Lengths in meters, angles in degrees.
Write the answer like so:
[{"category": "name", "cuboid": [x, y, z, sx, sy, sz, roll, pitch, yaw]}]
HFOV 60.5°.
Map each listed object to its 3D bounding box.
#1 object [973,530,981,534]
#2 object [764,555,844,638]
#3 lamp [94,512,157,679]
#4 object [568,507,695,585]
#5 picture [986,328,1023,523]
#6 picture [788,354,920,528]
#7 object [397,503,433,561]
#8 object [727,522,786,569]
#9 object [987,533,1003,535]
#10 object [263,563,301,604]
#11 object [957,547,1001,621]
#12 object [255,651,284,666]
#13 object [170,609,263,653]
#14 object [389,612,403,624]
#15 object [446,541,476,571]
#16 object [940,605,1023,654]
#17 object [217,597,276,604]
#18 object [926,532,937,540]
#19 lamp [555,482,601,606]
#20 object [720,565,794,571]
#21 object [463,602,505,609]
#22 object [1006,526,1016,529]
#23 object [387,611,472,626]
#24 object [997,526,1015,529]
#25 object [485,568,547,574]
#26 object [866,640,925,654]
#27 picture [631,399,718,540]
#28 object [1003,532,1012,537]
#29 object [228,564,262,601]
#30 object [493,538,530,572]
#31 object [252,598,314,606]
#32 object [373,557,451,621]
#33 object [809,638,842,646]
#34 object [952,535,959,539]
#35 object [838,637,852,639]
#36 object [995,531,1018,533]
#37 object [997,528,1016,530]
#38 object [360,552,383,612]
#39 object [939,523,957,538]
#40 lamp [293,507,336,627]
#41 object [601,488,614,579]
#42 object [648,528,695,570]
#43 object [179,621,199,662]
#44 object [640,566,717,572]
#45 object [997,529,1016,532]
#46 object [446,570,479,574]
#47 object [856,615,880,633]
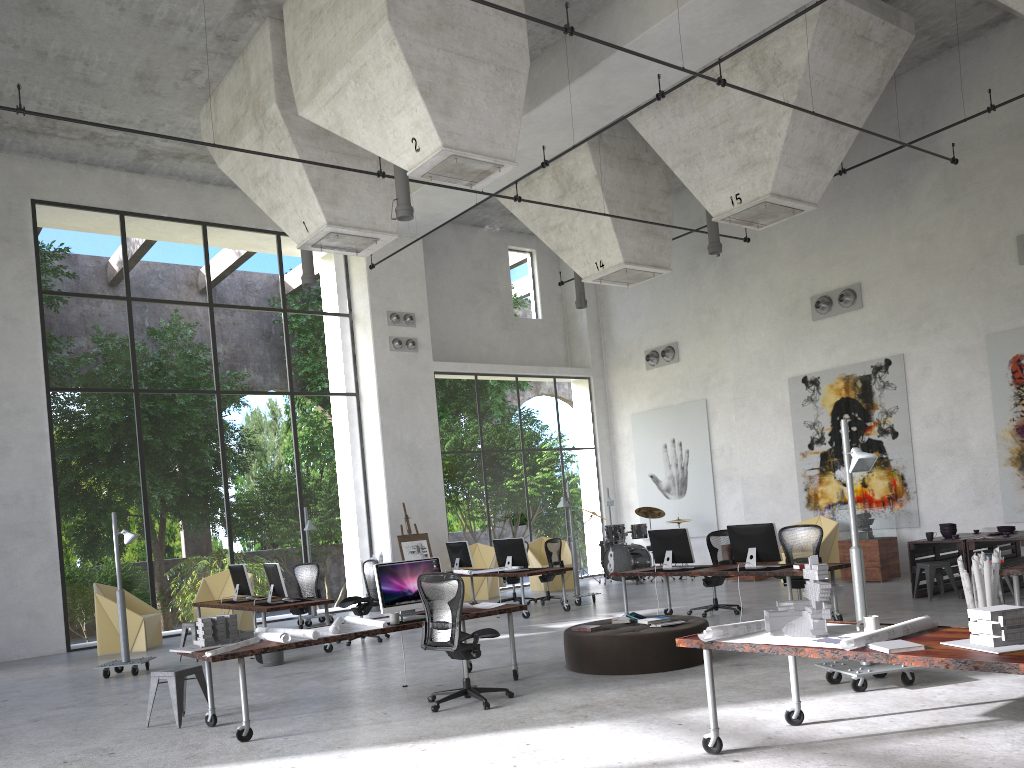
[{"category": "object", "cuboid": [6.703, 2.126, 12.659, 0.137, 0.056, 0.118, -2, -8, -21]}, {"category": "object", "cuboid": [1.761, 1.300, 5.333, 0.361, 0.518, 0.498, -5, -5, -2]}, {"category": "lamp", "cuboid": [-5.167, 2.761, 11.587, 0.596, 2.144, 0.582, -5, -1, -4]}, {"category": "object", "cuboid": [2.683, 3.470, 19.333, 2.999, 1.734, 1.880, -10, -7, 37]}, {"category": "picture", "cuboid": [8.408, 0.526, 13.186, 0.020, 3.006, 2.242, -4, -3, -37]}, {"category": "picture", "cuboid": [6.210, 1.180, 16.136, 0.020, 3.006, 2.380, -4, -4, -37]}, {"category": "object", "cuboid": [-1.967, 3.427, 17.622, 0.691, 2.135, 0.690, -4, -2, -36]}, {"category": "object", "cuboid": [3.018, 1.977, 10.760, 0.376, 0.550, 0.723, -3, -6, -35]}, {"category": "object", "cuboid": [6.584, 2.041, 11.942, 0.234, 0.019, 0.237, 3, -12, -41]}, {"category": "object", "cuboid": [-3.224, 2.765, 12.249, 0.376, 0.550, 0.723, -3, -6, -31]}, {"category": "object", "cuboid": [4.390, 1.994, 8.174, 0.318, 0.933, 0.344, -4, -2, -19]}, {"category": "object", "cuboid": [-3.099, 3.454, 11.280, 0.294, 0.297, 0.402, 0, -8, -44]}, {"category": "object", "cuboid": [-2.544, 2.128, 7.664, 0.438, 0.303, 0.736, -11, -10, 42]}, {"category": "object", "cuboid": [-1.063, 2.155, 8.084, 0.122, 0.100, 0.088, -4, -4, -8]}, {"category": "object", "cuboid": [-0.889, 3.140, 16.004, 0.376, 0.550, 0.723, -3, -6, -35]}, {"category": "object", "cuboid": [2.489, 1.237, 4.484, 0.388, 0.181, 0.421, -4, -8, -12]}, {"category": "object", "cuboid": [-4.025, 3.293, 13.362, 0.686, 0.008, 0.860, 1, -11, -35]}, {"category": "object", "cuboid": [5.768, 2.095, 12.092, 0.131, 0.109, 0.100, -11, -7, 44]}, {"category": "lamp", "cuboid": [1.073, 2.806, 15.466, 0.593, 2.144, 0.584, -4, -2, -37]}, {"category": "object", "cuboid": [3.046, 2.259, 10.755, 0.686, 0.008, 0.860, 1, -11, -35]}, {"category": "object", "cuboid": [-0.366, 2.211, 8.831, 0.469, 0.085, 0.441, 1, -10, -33]}, {"category": "object", "cuboid": [6.809, 1.996, 12.096, 0.228, 0.062, 0.232, 2, -11, -41]}, {"category": "object", "cuboid": [-0.906, 2.252, 8.447, 0.846, 0.008, 0.696, 1, -11, -35]}, {"category": "object", "cuboid": [6.802, 1.985, 12.099, 0.228, 0.058, 0.231, 1, -10, -37]}, {"category": "object", "cuboid": [0.066, 3.146, 14.757, 0.687, 0.008, 0.858, 4, -12, -45]}, {"category": "object", "cuboid": [2.019, 1.385, 4.634, 0.200, 0.023, 0.238, -4, -9, -6]}, {"category": "picture", "cuboid": [3.698, 2.041, 20.239, 0.020, 3.006, 2.363, -4, -4, -37]}, {"category": "object", "cuboid": [6.426, 1.960, 11.427, 0.138, 0.056, 0.117, -9, -8, 28]}, {"category": "object", "cuboid": [-4.054, 3.012, 13.366, 0.376, 0.550, 0.723, -3, -6, -35]}, {"category": "object", "cuboid": [0.038, 2.864, 14.761, 0.722, 0.550, 0.376, -11, -7, 44]}, {"category": "object", "cuboid": [-3.196, 3.046, 12.244, 0.685, 0.008, 0.860, 0, -10, -30]}, {"category": "object", "cuboid": [-0.932, 1.971, 8.455, 0.712, 0.550, 0.381, -1, -5, -35]}, {"category": "object", "cuboid": [1.812, 1.464, 4.994, 0.133, 0.008, 0.206, -1, -10, -25]}, {"category": "object", "cuboid": [6.026, 2.071, 11.911, 0.117, 0.056, 0.138, -11, -10, 38]}, {"category": "object", "cuboid": [1.939, 1.462, 5.058, 0.127, 0.010, 0.011, -12, -9, 39]}, {"category": "object", "cuboid": [6.813, 2.044, 12.094, 0.298, 0.024, 0.296, -10, -10, 30]}, {"category": "object", "cuboid": [6.809, 2.008, 12.092, 0.229, 0.062, 0.231, 2, -11, -41]}, {"category": "object", "cuboid": [-2.763, 3.979, 17.617, 0.443, 1.204, 0.411, -6, -2, 31]}, {"category": "object", "cuboid": [6.078, 2.040, 12.232, 0.213, 0.213, 0.195, -2, -6, -36]}, {"category": "lamp", "cuboid": [-3.670, 3.309, 15.973, 0.577, 2.144, 0.601, -4, -2, -37]}, {"category": "object", "cuboid": [2.362, 3.530, 20.844, 0.579, 2.144, 0.599, -5, -2, -2]}, {"category": "object", "cuboid": [2.202, 2.220, 11.855, 0.376, 0.550, 0.723, -3, -6, -35]}, {"category": "object", "cuboid": [-4.425, 3.648, 12.501, 0.460, 0.529, 0.475, -8, -6, 38]}, {"category": "object", "cuboid": [2.230, 2.501, 11.851, 0.686, 0.008, 0.860, 1, -11, -35]}, {"category": "object", "cuboid": [6.809, 2.024, 12.093, 0.230, 0.047, 0.231, -7, -9, 12]}, {"category": "object", "cuboid": [-0.860, 3.421, 15.999, 0.686, 0.008, 0.860, 1, -11, -35]}, {"category": "object", "cuboid": [2.103, 1.421, 5.172, 0.122, 0.100, 0.088, -4, -4, -8]}]
